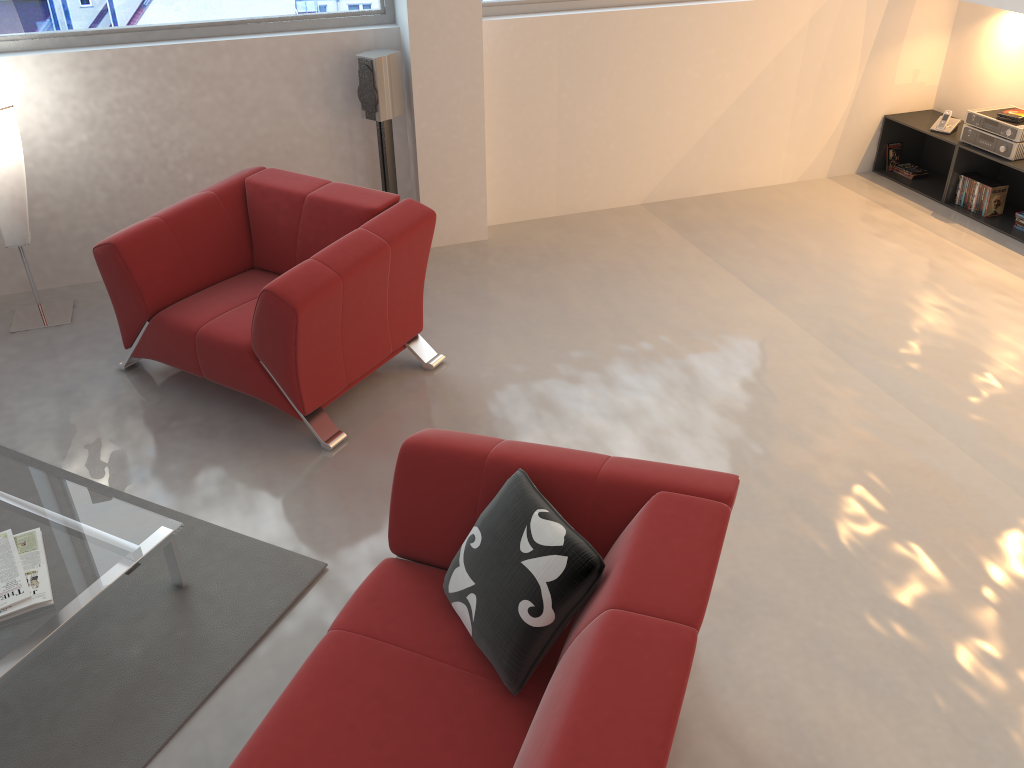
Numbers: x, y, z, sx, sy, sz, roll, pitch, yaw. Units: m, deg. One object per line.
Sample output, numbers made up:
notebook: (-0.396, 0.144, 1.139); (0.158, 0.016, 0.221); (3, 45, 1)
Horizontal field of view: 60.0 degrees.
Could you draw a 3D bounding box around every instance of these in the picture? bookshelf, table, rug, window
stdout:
bookshelf: (3.207, -1.019, 5.149); (0.405, 0.397, 2.764); (-11, 34, -16)
table: (-1.766, 0.712, 2.597); (1.097, 0.286, 1.162); (14, 35, 22)
rug: (-1.754, 0.838, 2.670); (1.700, 0.025, 1.700); (14, 35, 22)
window: (-1.789, -2.523, 4.050); (2.400, 1.800, 0.100); (-11, 34, -16)
window: (0.852, -3.041, 4.822); (2.400, 1.800, 0.100); (-11, 34, -16)

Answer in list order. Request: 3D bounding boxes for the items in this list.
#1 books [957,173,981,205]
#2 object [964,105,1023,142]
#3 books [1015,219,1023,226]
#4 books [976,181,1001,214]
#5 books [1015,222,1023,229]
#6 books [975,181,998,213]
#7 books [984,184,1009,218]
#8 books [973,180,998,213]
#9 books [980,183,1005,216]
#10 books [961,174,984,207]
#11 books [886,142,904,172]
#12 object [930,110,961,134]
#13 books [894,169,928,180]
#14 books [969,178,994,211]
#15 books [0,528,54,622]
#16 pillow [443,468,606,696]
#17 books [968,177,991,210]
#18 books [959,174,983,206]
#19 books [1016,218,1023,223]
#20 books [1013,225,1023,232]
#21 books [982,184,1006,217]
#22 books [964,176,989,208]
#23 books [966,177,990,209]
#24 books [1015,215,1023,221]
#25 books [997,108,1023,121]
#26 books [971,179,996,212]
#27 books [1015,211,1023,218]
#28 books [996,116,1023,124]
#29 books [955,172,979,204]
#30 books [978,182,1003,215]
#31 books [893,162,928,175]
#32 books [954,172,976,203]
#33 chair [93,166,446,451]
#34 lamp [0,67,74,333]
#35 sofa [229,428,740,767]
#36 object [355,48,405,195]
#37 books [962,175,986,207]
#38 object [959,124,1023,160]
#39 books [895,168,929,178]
books: (2.929, -1.249, 5.682); (0.135, 0.190, 0.031); (-11, 34, -16)
object: (3.036, -1.583, 5.374); (0.349, 0.077, 0.430); (-11, 34, -16)
books: (3.144, -0.955, 5.325); (0.135, 0.015, 0.190); (-8, 33, -12)
books: (2.984, -1.165, 5.550); (0.135, 0.190, 0.031); (-11, 34, -16)
books: (3.148, -0.938, 5.325); (0.135, 0.015, 0.190); (-11, 34, -16)
books: (2.979, -1.173, 5.562); (0.135, 0.190, 0.031); (-11, 34, -16)
books: (3.004, -1.135, 5.502); (0.135, 0.190, 0.031); (-11, 34, -16)
books: (2.974, -1.180, 5.574); (0.135, 0.190, 0.031); (-11, 34, -16)
books: (2.994, -1.150, 5.526); (0.135, 0.190, 0.031); (-11, 34, -16)
books: (2.939, -1.233, 5.658); (0.135, 0.190, 0.031); (-11, 34, -16)
books: (2.695, -1.600, 6.248); (0.135, 0.187, 0.063); (-11, 34, -16)
object: (2.814, -1.706, 5.738); (0.146, 0.117, 0.130); (-28, 41, -36)
books: (2.787, -1.473, 6.200); (0.135, 0.015, 0.190); (-11, 34, -16)
books: (2.964, -1.196, 5.598); (0.135, 0.190, 0.031); (-11, 34, -16)
books: (-1.517, 0.564, 2.529); (0.345, 0.035, 0.367); (-17, 36, -24)
pillow: (0.015, 0.478, 2.199); (0.288, 0.343, 0.402); (-16, 35, -22)
books: (2.959, -1.203, 5.610); (0.135, 0.190, 0.031); (-11, 34, -16)
books: (2.934, -1.241, 5.670); (0.135, 0.190, 0.031); (-11, 34, -16)
books: (3.146, -0.965, 5.312); (0.135, 0.015, 0.190); (-11, 34, -16)
books: (3.146, -0.928, 5.337); (0.135, 0.015, 0.190); (-14, 35, -20)
books: (2.999, -1.143, 5.514); (0.135, 0.190, 0.031); (-11, 34, -16)
books: (2.949, -1.218, 5.634); (0.135, 0.190, 0.031); (-11, 34, -16)
books: (2.954, -1.211, 5.622); (0.135, 0.190, 0.031); (-11, 34, -16)
books: (3.138, -0.978, 5.305); (0.135, 0.015, 0.190); (-11, 34, -16)
books: (3.023, -1.616, 5.311); (0.190, 0.015, 0.135); (-21, 38, -28)
books: (2.969, -1.188, 5.586); (0.135, 0.190, 0.031); (-11, 34, -16)
books: (3.141, -0.997, 5.307); (0.135, 0.015, 0.190); (-14, 35, -20)
books: (3.016, -1.600, 5.314); (0.190, 0.015, 0.135); (-24, 39, -32)
books: (2.924, -1.256, 5.693); (0.135, 0.190, 0.031); (-11, 34, -16)
books: (2.989, -1.158, 5.538); (0.135, 0.190, 0.031); (-11, 34, -16)
books: (2.783, -1.504, 6.193); (0.135, 0.015, 0.190); (-11, 34, -16)
books: (2.919, -1.264, 5.705); (0.135, 0.190, 0.031); (-11, 34, -16)
chair: (-1.059, -0.411, 3.944); (1.288, 0.738, 0.951); (17, 37, 26)
lamp: (-2.415, -1.099, 4.077); (0.313, 1.779, 0.313); (-16, 36, -23)
sofa: (-0.159, 0.870, 1.916); (0.951, 0.738, 1.929); (11, 34, 18)
object: (-0.692, -1.253, 4.913); (0.214, 1.112, 0.229); (21, 38, 30)
books: (2.944, -1.226, 5.646); (0.135, 0.190, 0.031); (-11, 34, -16)
object: (3.029, -1.499, 5.424); (0.365, 0.100, 0.430); (-11, 34, -16)
books: (2.789, -1.483, 6.188); (0.135, 0.015, 0.190); (-11, 34, -16)
